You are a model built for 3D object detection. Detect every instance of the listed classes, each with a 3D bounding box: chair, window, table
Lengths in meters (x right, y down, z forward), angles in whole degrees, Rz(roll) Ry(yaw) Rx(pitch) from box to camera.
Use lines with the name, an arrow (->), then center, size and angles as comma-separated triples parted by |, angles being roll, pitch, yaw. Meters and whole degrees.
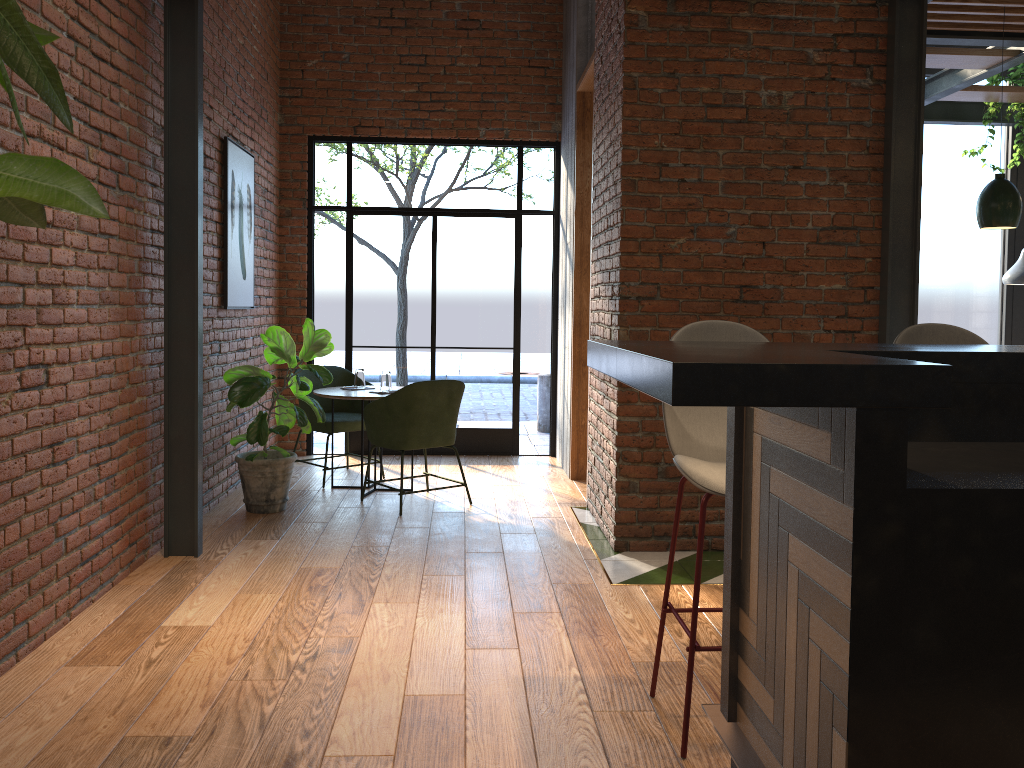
chair -> -0.623, 0.365, 5.732 | 0.639, 0.817, 0.516 | -2, 4, -39
window -> 5.360, -2.522, 7.811 | 8.718, 5.590, 0.127 | 1, 2, -3
chair -> 0.683, 0.430, 2.701 | 0.418, 1.241, 0.509 | 1, 3, -4
table -> -0.970, 0.390, 6.147 | 0.807, 0.686, 0.809 | -1, 4, -19
window -> -0.668, -0.734, 7.573 | 2.135, 2.695, 0.097 | 1, 2, -3
chair -> 1.415, 0.438, 2.727 | 0.418, 1.241, 0.509 | 1, 3, -5
chair -> -1.290, 0.289, 6.518 | 0.639, 0.817, 0.516 | -2, 4, -44

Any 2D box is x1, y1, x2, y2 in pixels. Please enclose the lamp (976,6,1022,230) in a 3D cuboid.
lamp -> 2.693, -1.866, 4.844 | 0.224, 2.018, 0.224 | 1, 2, 0

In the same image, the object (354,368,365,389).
object -> -1.075, -0.039, 6.251 | 0.080, 0.138, 0.080 | 2, 3, 18

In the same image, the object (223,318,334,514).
object -> -1.489, 0.183, 5.507 | 0.715, 1.194, 0.634 | -2, 4, -43

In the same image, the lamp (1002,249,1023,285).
lamp -> 4.183, -3.041, 7.057 | 0.353, 4.482, 0.353 | 1, 2, 13

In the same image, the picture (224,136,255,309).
picture -> -1.838, -1.053, 5.988 | 0.023, 1.093, 0.727 | 1, 3, -3

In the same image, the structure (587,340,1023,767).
structure -> 2.683, 0.493, 1.405 | 4.919, 1.394, 2.925 | 1, 4, -3

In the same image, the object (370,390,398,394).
object -> -0.860, 0.049, 6.030 | 0.158, 0.019, 0.243 | 6, 7, 44

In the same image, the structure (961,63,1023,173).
structure -> 4.125, -2.140, 7.034 | 0.941, 0.923, 0.529 | 1, 3, 3

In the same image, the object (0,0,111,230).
object -> -0.944, 0.128, 0.969 | 1.083, 2.092, 1.520 | 1, 3, 2

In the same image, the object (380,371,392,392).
object -> -0.861, -0.020, 6.059 | 0.080, 0.138, 0.080 | 2, 3, 18

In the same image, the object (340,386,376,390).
object -> -1.084, 0.024, 6.278 | 0.158, 0.019, 0.243 | 6, 7, 44
